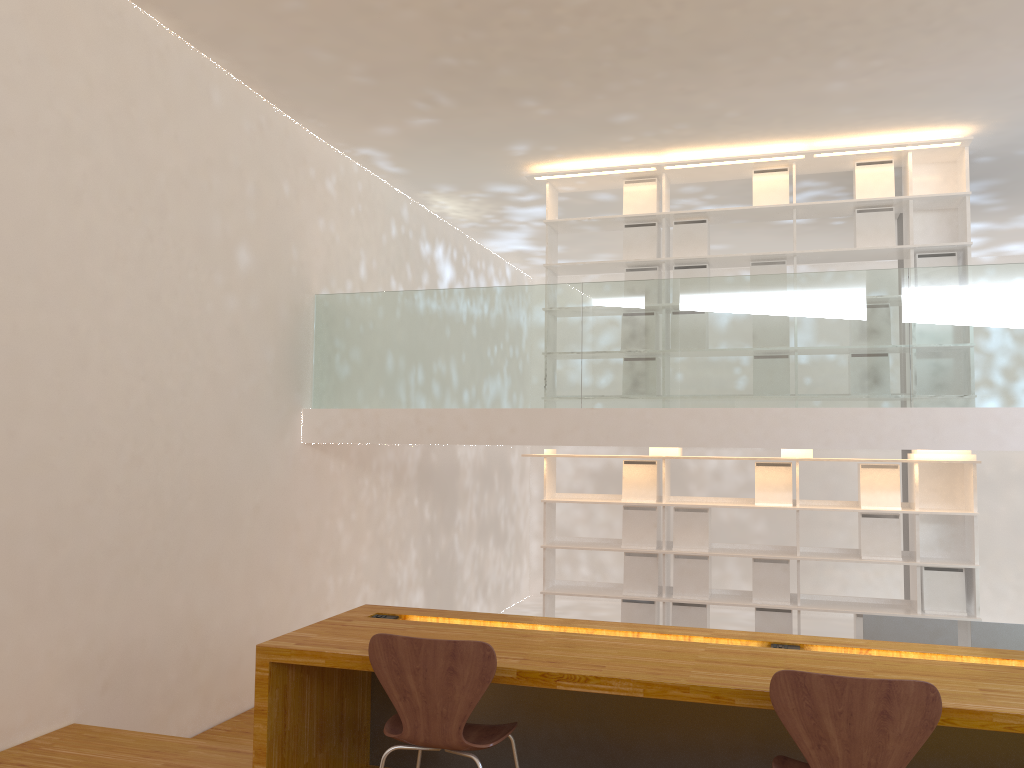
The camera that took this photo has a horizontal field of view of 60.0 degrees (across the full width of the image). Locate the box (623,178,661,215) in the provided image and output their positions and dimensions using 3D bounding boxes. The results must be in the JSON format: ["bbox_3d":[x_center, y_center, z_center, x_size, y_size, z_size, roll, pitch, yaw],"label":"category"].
[{"bbox_3d":[0.963,-1.354,6.583,0.245,0.296,0.274,-1,-4,17],"label":"box"}]

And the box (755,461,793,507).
[{"bbox_3d":[1.820,0.691,6.167,0.245,0.296,0.274,-1,-4,17],"label":"box"}]

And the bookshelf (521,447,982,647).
[{"bbox_3d":[1.557,1.360,6.131,2.984,1.836,0.498,-1,-4,17],"label":"bookshelf"}]

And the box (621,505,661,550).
[{"bbox_3d":[0.937,1.029,6.421,0.245,0.296,0.274,-1,-4,17],"label":"box"}]

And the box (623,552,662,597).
[{"bbox_3d":[0.943,1.357,6.396,0.245,0.296,0.274,-1,-4,17],"label":"box"}]

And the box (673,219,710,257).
[{"bbox_3d":[1.305,-1.030,6.453,0.245,0.296,0.274,-1,-4,17],"label":"box"}]

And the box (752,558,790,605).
[{"bbox_3d":[1.793,1.348,6.131,0.245,0.296,0.274,-1,-4,17],"label":"box"}]

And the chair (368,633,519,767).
[{"bbox_3d":[-0.185,1.074,2.653,0.428,0.693,0.381,-1,-4,17],"label":"chair"}]

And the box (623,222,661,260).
[{"bbox_3d":[0.960,-1.027,6.561,0.245,0.296,0.274,-1,-4,17],"label":"box"}]

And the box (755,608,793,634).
[{"bbox_3d":[1.803,1.676,6.105,0.245,0.296,0.274,-1,-4,17],"label":"box"}]

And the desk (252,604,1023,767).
[{"bbox_3d":[0.923,1.307,2.892,3.236,0.918,1.285,-1,-4,17],"label":"desk"}]

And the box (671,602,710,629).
[{"bbox_3d":[1.263,1.681,6.273,0.245,0.296,0.274,-1,-4,17],"label":"box"}]

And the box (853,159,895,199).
[{"bbox_3d":[2.491,-1.370,6.107,0.245,0.296,0.274,-1,-4,17],"label":"box"}]

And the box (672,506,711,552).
[{"bbox_3d":[1.283,1.026,6.313,0.245,0.296,0.274,-1,-4,17],"label":"box"}]

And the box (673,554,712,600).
[{"bbox_3d":[1.279,1.353,6.291,0.245,0.296,0.274,-1,-4,17],"label":"box"}]

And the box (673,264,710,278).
[{"bbox_3d":[1.302,-0.703,6.431,0.245,0.296,0.274,-1,-4,17],"label":"box"}]

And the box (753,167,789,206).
[{"bbox_3d":[1.842,-1.365,6.306,0.245,0.296,0.274,-1,-4,17],"label":"box"}]

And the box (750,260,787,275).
[{"bbox_3d":[1.815,-0.708,6.271,0.245,0.296,0.274,-1,-4,17],"label":"box"}]

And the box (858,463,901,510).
[{"bbox_3d":[2.468,0.686,5.967,0.245,0.296,0.274,-1,-4,17],"label":"box"}]

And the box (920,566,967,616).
[{"bbox_3d":[2.818,1.337,5.811,0.245,0.296,0.274,-1,-4,17],"label":"box"}]

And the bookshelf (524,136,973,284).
[{"bbox_3d":[1.579,-0.696,6.271,2.984,1.836,0.498,-1,-4,17],"label":"bookshelf"}]

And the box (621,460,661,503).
[{"bbox_3d":[0.941,0.702,6.443,0.245,0.296,0.274,-1,-4,17],"label":"box"}]

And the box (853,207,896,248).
[{"bbox_3d":[2.486,-1.043,6.085,0.245,0.296,0.274,-1,-4,17],"label":"box"}]

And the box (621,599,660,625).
[{"bbox_3d":[0.921,1.685,6.379,0.245,0.296,0.274,-1,-4,17],"label":"box"}]

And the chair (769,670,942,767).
[{"bbox_3d":[0.872,1.060,2.284,0.428,0.693,0.381,-1,-4,17],"label":"chair"}]

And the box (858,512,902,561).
[{"bbox_3d":[2.463,1.013,5.945,0.245,0.296,0.274,-1,-4,17],"label":"box"}]

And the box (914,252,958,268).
[{"bbox_3d":[2.841,-0.719,5.951,0.245,0.296,0.274,-1,-4,17],"label":"box"}]

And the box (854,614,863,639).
[{"bbox_3d":[2.419,1.669,5.912,0.245,0.296,0.274,-1,-4,17],"label":"box"}]

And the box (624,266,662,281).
[{"bbox_3d":[0.966,-0.699,6.535,0.245,0.296,0.274,-1,-4,17],"label":"box"}]
